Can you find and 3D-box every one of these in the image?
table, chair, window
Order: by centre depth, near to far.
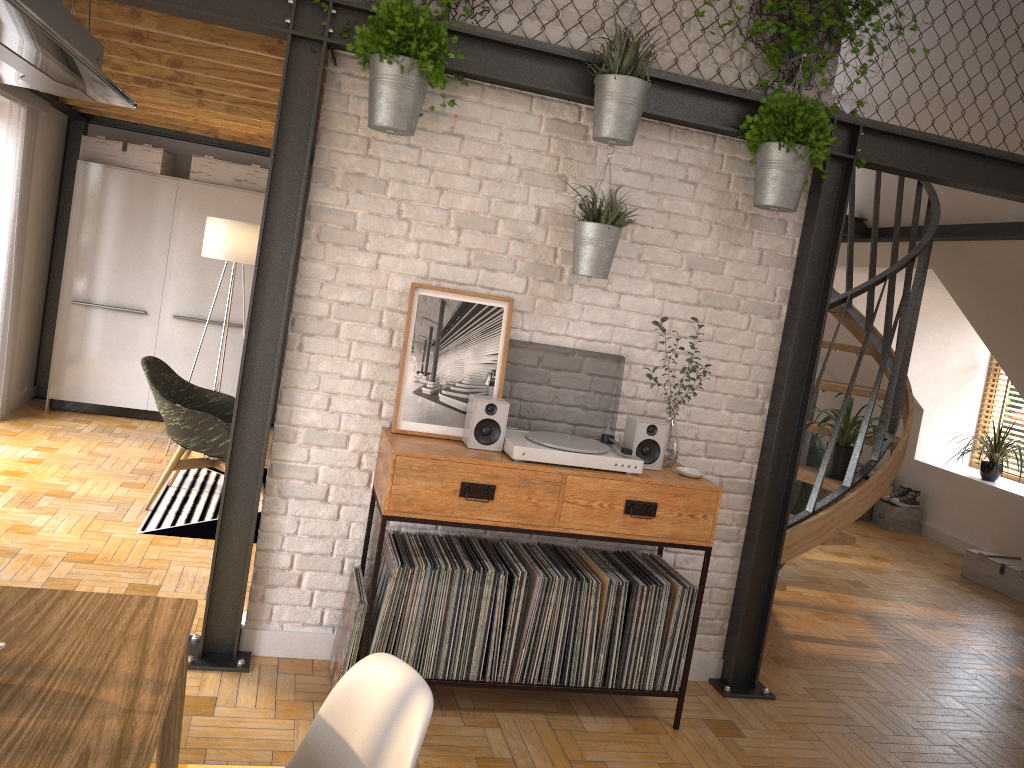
[{"bbox_3d":[-1.008,0.918,1.293,0.849,0.752,1.473,8,6,-14],"label":"table"},{"bbox_3d":[1.441,0.308,1.427,4.013,2.678,3.507,8,6,-13],"label":"chair"},{"bbox_3d":[1.350,-0.804,3.430,8.617,4.452,7.822,8,6,-14],"label":"window"},{"bbox_3d":[-1.849,0.302,5.290,0.782,0.827,0.755,9,5,-8],"label":"chair"},{"bbox_3d":[1.547,0.729,5.911,0.899,0.961,0.902,7,6,-29],"label":"chair"}]

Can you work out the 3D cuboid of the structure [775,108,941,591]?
[{"bbox_3d":[1.522,-0.612,5.093,1.628,3.807,2.255,9,4,1],"label":"structure"}]

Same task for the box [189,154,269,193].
[{"bbox_3d":[-2.350,-1.749,7.430,0.640,0.217,0.378,7,6,-19],"label":"box"}]

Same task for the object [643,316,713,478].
[{"bbox_3d":[0.664,0.034,3.564,0.295,0.619,0.291,9,4,1],"label":"object"}]

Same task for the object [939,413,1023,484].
[{"bbox_3d":[4.118,0.534,7.524,1.018,0.582,0.924,10,6,4],"label":"object"}]

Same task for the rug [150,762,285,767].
[{"bbox_3d":[-0.973,1.302,1.268,1.935,0.024,2.796,8,6,-14],"label":"rug"}]

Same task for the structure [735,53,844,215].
[{"bbox_3d":[1.119,-1.005,3.569,0.438,0.650,0.423,11,5,16],"label":"structure"}]

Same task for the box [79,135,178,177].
[{"bbox_3d":[-3.119,-1.853,7.220,0.641,0.217,0.377,9,6,-4],"label":"box"}]

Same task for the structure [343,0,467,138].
[{"bbox_3d":[-0.388,-1.213,3.190,0.438,0.650,0.423,11,5,16],"label":"structure"}]

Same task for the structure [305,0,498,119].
[{"bbox_3d":[-0.332,-1.831,3.297,2.124,1.674,0.433,8,4,-14],"label":"structure"}]

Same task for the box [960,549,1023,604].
[{"bbox_3d":[3.637,1.394,6.390,0.375,0.217,0.645,7,6,-19],"label":"box"}]

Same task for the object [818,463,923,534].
[{"bbox_3d":[3.212,1.000,8.350,0.695,0.428,1.161,8,6,-14],"label":"object"}]

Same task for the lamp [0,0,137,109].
[{"bbox_3d":[-0.626,-1.395,1.142,0.269,1.814,1.352,8,5,-14],"label":"lamp"}]

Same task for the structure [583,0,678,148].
[{"bbox_3d":[0.405,-1.212,3.393,0.350,0.605,0.383,13,6,39],"label":"structure"}]

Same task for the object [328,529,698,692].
[{"bbox_3d":[-0.005,0.938,3.450,1.311,0.573,0.406,8,5,-14],"label":"object"}]

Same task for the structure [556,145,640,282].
[{"bbox_3d":[0.322,-0.664,3.445,0.359,0.533,0.386,9,5,-4],"label":"structure"}]

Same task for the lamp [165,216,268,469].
[{"bbox_3d":[-1.174,-0.163,6.395,2.357,1.713,0.573,9,4,-6],"label":"lamp"}]

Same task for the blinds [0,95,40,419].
[{"bbox_3d":[-3.504,-0.862,6.221,0.123,2.280,0.670,8,4,-15],"label":"blinds"}]

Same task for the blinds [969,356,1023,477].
[{"bbox_3d":[4.534,0.080,7.541,0.069,1.480,1.437,8,5,-14],"label":"blinds"}]

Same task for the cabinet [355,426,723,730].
[{"bbox_3d":[0.071,0.755,3.434,1.263,0.961,0.458,8,5,-14],"label":"cabinet"}]

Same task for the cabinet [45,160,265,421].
[{"bbox_3d":[-2.921,-0.724,7.533,1.504,1.997,0.812,8,4,-14],"label":"cabinet"}]

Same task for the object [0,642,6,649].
[{"bbox_3d":[-0.962,0.467,1.495,0.178,0.106,0.107,11,5,13],"label":"object"}]

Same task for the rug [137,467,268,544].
[{"bbox_3d":[-0.469,0.889,5.855,3.495,0.010,1.709,8,6,-14],"label":"rug"}]

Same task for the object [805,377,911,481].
[{"bbox_3d":[1.703,0.190,4.567,0.527,0.590,0.460,7,5,-27],"label":"object"}]

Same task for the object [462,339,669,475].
[{"bbox_3d":[0.230,0.080,3.443,0.786,0.413,0.417,8,5,-14],"label":"object"}]

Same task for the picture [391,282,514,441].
[{"bbox_3d":[-0.226,-0.077,3.445,0.410,0.574,0.127,8,4,-14],"label":"picture"}]

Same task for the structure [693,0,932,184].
[{"bbox_3d":[1.309,-1.768,3.708,1.303,1.865,0.460,8,4,-17],"label":"structure"}]
